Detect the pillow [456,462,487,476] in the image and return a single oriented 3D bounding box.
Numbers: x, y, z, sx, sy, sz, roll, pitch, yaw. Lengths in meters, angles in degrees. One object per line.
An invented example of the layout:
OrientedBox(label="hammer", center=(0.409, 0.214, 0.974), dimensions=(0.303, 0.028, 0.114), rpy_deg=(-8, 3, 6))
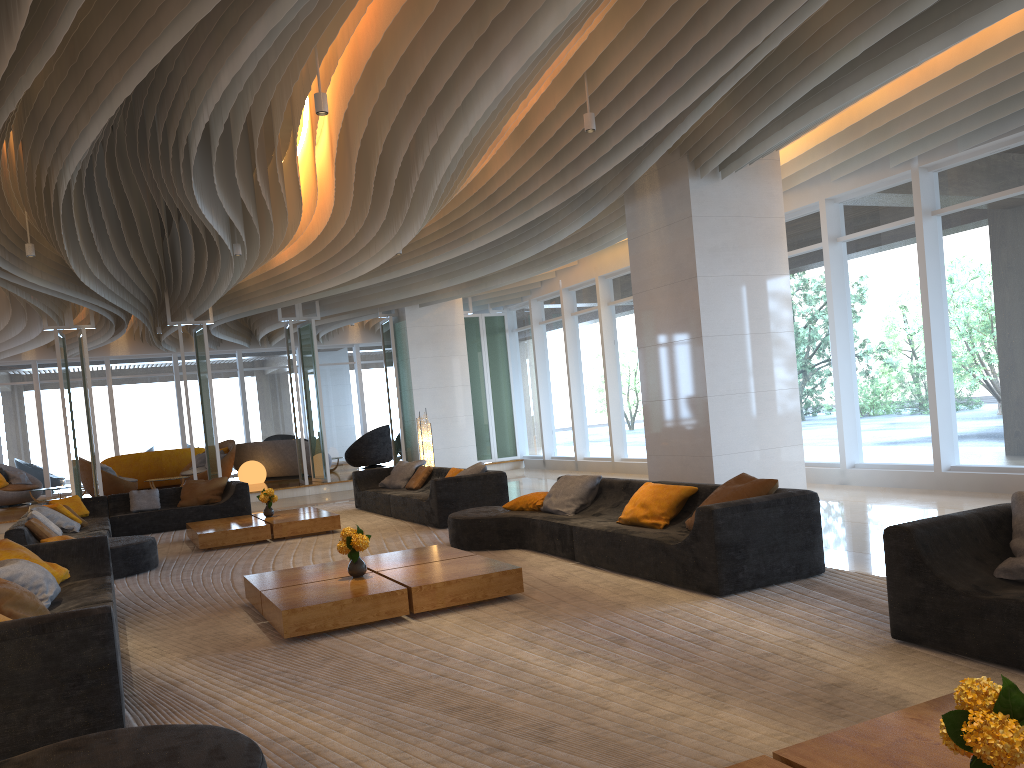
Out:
OrientedBox(label="pillow", center=(-0.568, 1.173, 10.850), dimensions=(0.548, 0.378, 0.637), rpy_deg=(-5, -1, -3))

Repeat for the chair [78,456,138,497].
OrientedBox(label="chair", center=(-8.254, 1.873, 18.052), dimensions=(1.146, 1.007, 1.504), rpy_deg=(-5, 0, -18))

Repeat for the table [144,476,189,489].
OrientedBox(label="table", center=(-7.223, 2.139, 18.606), dimensions=(0.830, 0.319, 1.064), rpy_deg=(-4, -2, -44))

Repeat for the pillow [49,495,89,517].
OrientedBox(label="pillow", center=(-6.248, 1.744, 12.510), dimensions=(0.336, 0.316, 0.414), rpy_deg=(-5, 0, 36))

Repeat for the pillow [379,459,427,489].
OrientedBox(label="pillow", center=(-1.637, 1.335, 13.163), dimensions=(0.629, 0.378, 0.555), rpy_deg=(-6, -1, 42))

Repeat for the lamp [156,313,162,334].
OrientedBox(label="lamp", center=(-7.310, -1.783, 18.187), dimensions=(0.090, 1.508, 0.088), rpy_deg=(-6, 2, -17))

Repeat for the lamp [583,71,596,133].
OrientedBox(label="lamp", center=(0.569, -2.808, 7.194), dimensions=(0.090, 1.508, 0.088), rpy_deg=(-7, 2, -35))

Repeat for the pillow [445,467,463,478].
OrientedBox(label="pillow", center=(-0.792, 1.234, 11.303), dimensions=(0.325, 0.313, 0.403), rpy_deg=(-5, 0, -23))

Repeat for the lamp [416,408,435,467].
OrientedBox(label="lamp", center=(-1.372, 1.111, 14.261), dimensions=(0.253, 1.453, 0.247), rpy_deg=(-6, 2, -26))

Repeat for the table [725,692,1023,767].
OrientedBox(label="table", center=(1.099, 1.150, 1.906), dimensions=(1.619, 0.220, 1.582), rpy_deg=(-4, -2, -26))

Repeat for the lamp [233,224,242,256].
OrientedBox(label="lamp", center=(-3.448, -2.338, 10.908), dimensions=(0.088, 1.508, 0.090), rpy_deg=(-5, 2, 19))

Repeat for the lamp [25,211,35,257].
OrientedBox(label="lamp", center=(-5.466, -2.181, 9.921), dimensions=(0.088, 1.508, 0.090), rpy_deg=(-5, 2, 19))

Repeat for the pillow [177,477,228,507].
OrientedBox(label="pillow", center=(-4.643, 1.614, 13.322), dimensions=(0.640, 0.378, 0.546), rpy_deg=(-5, 0, -4))

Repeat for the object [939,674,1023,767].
OrientedBox(label="object", center=(1.113, 0.852, 2.041), dimensions=(0.268, 0.377, 0.233), rpy_deg=(-6, 1, -24))

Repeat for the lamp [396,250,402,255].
OrientedBox(label="lamp", center=(-1.583, -2.483, 11.822), dimensions=(0.088, 1.508, 0.090), rpy_deg=(-5, 2, 19))

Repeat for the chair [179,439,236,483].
OrientedBox(label="chair", center=(-6.663, 1.766, 19.470), dimensions=(1.152, 1.007, 1.496), rpy_deg=(-5, 0, -38))

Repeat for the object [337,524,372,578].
OrientedBox(label="object", center=(-1.105, 1.171, 6.230), dimensions=(0.236, 0.377, 0.265), rpy_deg=(-5, 1, -3))

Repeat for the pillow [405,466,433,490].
OrientedBox(label="pillow", center=(-1.300, 1.311, 12.402), dimensions=(0.326, 0.313, 0.402), rpy_deg=(-5, 0, -28))

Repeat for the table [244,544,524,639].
OrientedBox(label="table", center=(-0.979, 1.464, 6.398), dimensions=(1.619, 0.220, 1.582), rpy_deg=(-4, -2, -26))

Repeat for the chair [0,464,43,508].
OrientedBox(label="chair", center=(-10.897, 2.144, 19.121), dimensions=(1.126, 1.007, 1.529), rpy_deg=(-5, -1, 17))

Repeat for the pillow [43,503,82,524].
OrientedBox(label="pillow", center=(-5.650, 1.648, 11.093), dimensions=(0.417, 0.335, 0.328), rpy_deg=(-5, 0, 30))

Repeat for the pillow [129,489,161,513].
OrientedBox(label="pillow", center=(-5.364, 1.698, 12.951), dimensions=(0.412, 0.313, 0.318), rpy_deg=(-5, 0, -24))

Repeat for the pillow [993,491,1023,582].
OrientedBox(label="pillow", center=(2.578, 0.697, 4.048), dimensions=(0.629, 0.378, 0.555), rpy_deg=(-6, -1, 42))

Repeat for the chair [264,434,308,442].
OrientedBox(label="chair", center=(-5.437, 1.726, 22.040), dimensions=(1.539, 1.007, 1.119), rpy_deg=(-5, 0, -43))

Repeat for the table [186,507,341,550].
OrientedBox(label="table", center=(-3.115, 1.788, 11.017), dimensions=(1.619, 0.220, 1.582), rpy_deg=(-4, -2, -26))

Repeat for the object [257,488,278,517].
OrientedBox(label="object", center=(-3.078, 1.490, 11.201), dimensions=(0.235, 0.377, 0.266), rpy_deg=(-5, 1, 7))

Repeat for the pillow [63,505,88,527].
OrientedBox(label="pillow", center=(-5.649, 1.680, 11.266), dimensions=(0.406, 0.319, 0.334), rpy_deg=(-5, 0, 33))

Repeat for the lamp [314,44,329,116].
OrientedBox(label="lamp", center=(-1.407, -2.654, 6.229), dimensions=(0.088, 1.508, 0.090), rpy_deg=(-4, 2, 37))

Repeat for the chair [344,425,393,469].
OrientedBox(label="chair", center=(-3.362, 1.518, 21.407), dimensions=(1.120, 1.007, 1.538), rpy_deg=(-5, 0, 37))

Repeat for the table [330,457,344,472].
OrientedBox(label="table", center=(-4.510, 1.969, 21.426), dimensions=(0.806, 0.319, 1.094), rpy_deg=(-6, -2, 36))

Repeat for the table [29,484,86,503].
OrientedBox(label="table", center=(-9.765, 2.386, 19.127), dimensions=(1.089, 0.319, 0.810), rpy_deg=(-5, -1, -19))
